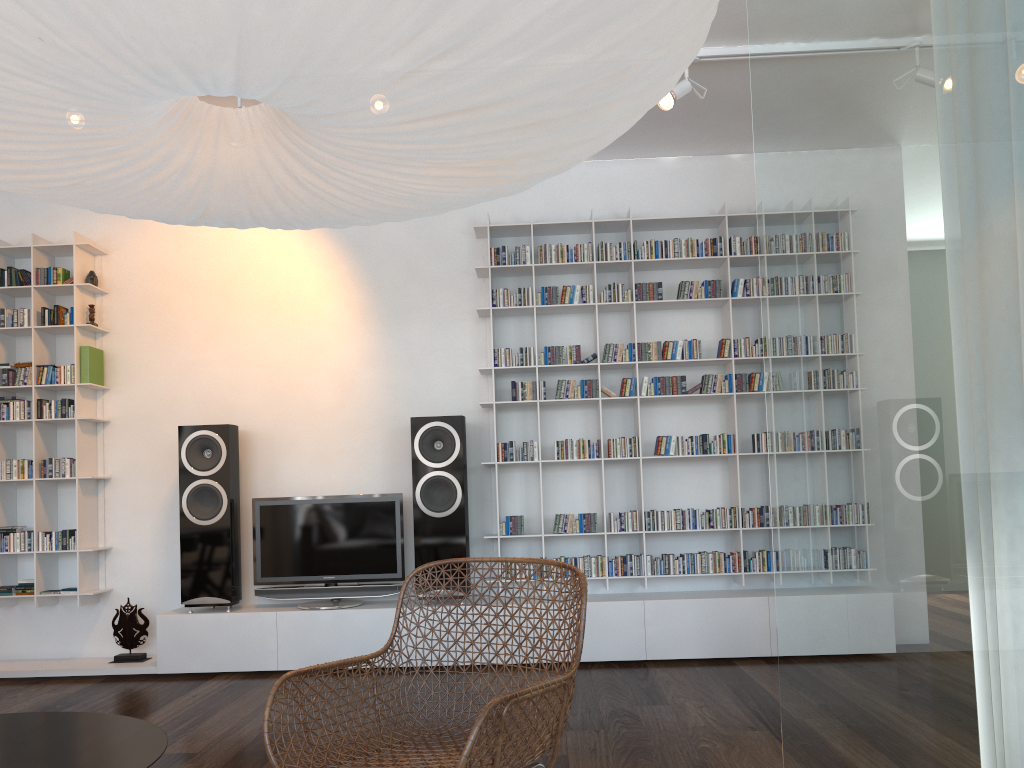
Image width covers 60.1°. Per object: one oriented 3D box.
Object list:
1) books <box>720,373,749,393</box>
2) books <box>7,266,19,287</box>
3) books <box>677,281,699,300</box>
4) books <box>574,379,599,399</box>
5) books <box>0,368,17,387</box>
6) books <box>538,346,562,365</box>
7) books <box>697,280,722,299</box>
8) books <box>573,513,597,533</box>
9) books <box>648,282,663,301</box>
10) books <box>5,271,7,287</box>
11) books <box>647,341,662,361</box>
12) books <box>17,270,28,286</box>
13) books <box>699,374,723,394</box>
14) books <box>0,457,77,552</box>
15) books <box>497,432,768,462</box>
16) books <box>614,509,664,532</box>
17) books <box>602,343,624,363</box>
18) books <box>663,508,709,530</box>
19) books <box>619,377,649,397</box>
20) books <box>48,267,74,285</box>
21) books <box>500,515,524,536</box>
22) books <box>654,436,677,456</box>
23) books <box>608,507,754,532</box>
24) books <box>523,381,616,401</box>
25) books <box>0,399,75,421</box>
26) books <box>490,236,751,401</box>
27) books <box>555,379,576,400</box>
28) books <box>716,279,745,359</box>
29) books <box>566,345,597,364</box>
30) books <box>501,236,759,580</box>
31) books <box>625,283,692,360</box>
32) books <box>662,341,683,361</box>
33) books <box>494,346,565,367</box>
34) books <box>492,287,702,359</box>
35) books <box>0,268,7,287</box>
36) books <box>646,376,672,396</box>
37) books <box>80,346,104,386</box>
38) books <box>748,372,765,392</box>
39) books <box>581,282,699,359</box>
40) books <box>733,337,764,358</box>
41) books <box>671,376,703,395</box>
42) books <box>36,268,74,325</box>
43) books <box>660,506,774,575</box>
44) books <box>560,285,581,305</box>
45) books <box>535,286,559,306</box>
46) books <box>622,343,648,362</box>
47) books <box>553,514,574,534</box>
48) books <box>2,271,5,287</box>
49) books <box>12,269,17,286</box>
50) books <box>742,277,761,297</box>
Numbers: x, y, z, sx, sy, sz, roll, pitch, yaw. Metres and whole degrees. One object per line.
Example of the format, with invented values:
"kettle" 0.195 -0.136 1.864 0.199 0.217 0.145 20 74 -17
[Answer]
"books" 1.206 0.002 4.810 0.144 0.104 0.099 -2 -5 0
"books" -2.794 -0.592 4.953 0.029 0.115 0.074 -2 -4 2
"books" 0.962 -0.503 4.840 0.118 0.107 0.090 -2 -4 2
"books" 0.407 0.033 4.835 0.132 0.104 0.100 -2 -5 0
"books" -2.824 -0.030 4.946 0.101 0.104 0.096 -2 -5 2
"books" 0.208 -0.148 4.850 0.132 0.104 0.100 -2 -5 0
"books" 1.078 -0.507 4.837 0.132 0.104 0.100 -2 -5 0
"books" 0.396 0.755 4.803 0.132 0.104 0.100 -2 -5 0
"books" 0.784 -0.496 4.846 0.074 0.104 0.090 -2 -4 2
"books" -2.813 -0.580 4.954 0.014 0.092 0.070 -2 -4 2
"books" 0.776 -0.171 4.831 0.074 0.108 0.090 -2 -4 2
"books" -2.728 -0.583 4.949 0.046 0.090 0.070 -2 -4 2
"books" 1.084 0.005 4.813 0.118 0.107 0.090 -2 -4 2
"books" -2.616 0.671 4.918 0.469 0.509 0.123 -2 -3 2
"books" 0.884 0.336 4.808 1.924 0.114 0.115 -2 -5 2
"books" 0.685 0.741 4.795 0.268 0.112 0.100 -2 -5 1
"books" 0.552 -0.163 4.838 0.118 0.107 0.090 -2 -4 2
"books" 0.939 0.731 4.788 0.234 0.112 0.115 -2 -5 2
"books" 0.665 0.021 4.826 0.158 0.109 0.090 -2 -4 2
"books" -2.504 -0.595 4.972 0.160 0.110 0.102 -2 -5 2
"books" -0.001 0.770 4.816 0.132 0.104 0.100 -2 -5 0
"books" 0.834 0.336 4.806 0.118 0.107 0.090 -2 -4 2
"books" 0.909 0.732 4.789 0.764 0.112 0.115 -2 -5 2
"books" 0.315 0.036 4.837 0.503 0.105 0.090 -2 -4 2
"books" -2.633 0.148 4.947 0.467 0.112 0.123 -2 -5 2
"books" 0.770 -0.356 4.843 1.753 0.854 0.115 -2 -3 2
"books" 0.292 0.033 4.838 0.118 0.107 0.090 -2 -4 2
"books" 1.192 -0.351 4.825 0.156 0.430 0.090 -2 -3 2
"books" 0.383 -0.154 4.844 0.163 0.106 0.090 -2 -4 2
"books" 0.887 0.119 4.818 1.952 1.812 0.115 -2 -3 2
"books" 0.796 -0.333 4.841 0.350 0.430 0.101 -2 -3 1
"books" 0.873 -0.177 4.828 0.118 0.107 0.090 -2 -4 2
"books" 0.095 -0.143 4.854 0.384 0.104 0.102 -2 -5 2
"books" 0.460 -0.321 4.850 1.124 0.429 0.102 -2 -3 2
"books" -2.847 -0.587 4.952 0.023 0.107 0.069 -2 -4 2
"books" 0.802 0.017 4.823 0.132 0.104 0.100 -2 -5 0
"books" -2.370 -0.095 4.992 0.049 0.213 0.166 -2 -4 2
"books" 1.336 -0.005 4.805 0.118 0.107 0.090 -2 -4 2
"books" 0.698 -0.334 4.843 0.621 0.436 0.101 -2 -3 1
"books" 1.315 -0.194 4.815 0.232 0.112 0.102 -2 -5 2
"books" 0.952 0.012 4.817 0.163 0.106 0.090 -2 -4 2
"books" -2.537 -0.480 4.968 0.229 0.331 0.108 -2 -3 2
"books" 1.361 0.833 4.769 1.133 0.348 0.115 -2 -3 2
"books" 0.321 -0.480 4.860 0.118 0.107 0.090 -2 -4 2
"books" 0.193 -0.474 4.865 0.132 0.104 0.100 -2 -5 0
"books" 0.671 -0.166 4.835 0.139 0.104 0.100 -2 -5 0
"books" 0.280 0.758 4.806 0.118 0.107 0.090 -2 -4 2
"books" -2.827 -0.579 4.954 0.014 0.092 0.070 -2 -4 2
"books" -2.770 -0.586 4.951 0.019 0.098 0.075 -2 -4 2
"books" 1.561 -0.272 4.813 0.568 0.623 0.115 -2 -3 2
